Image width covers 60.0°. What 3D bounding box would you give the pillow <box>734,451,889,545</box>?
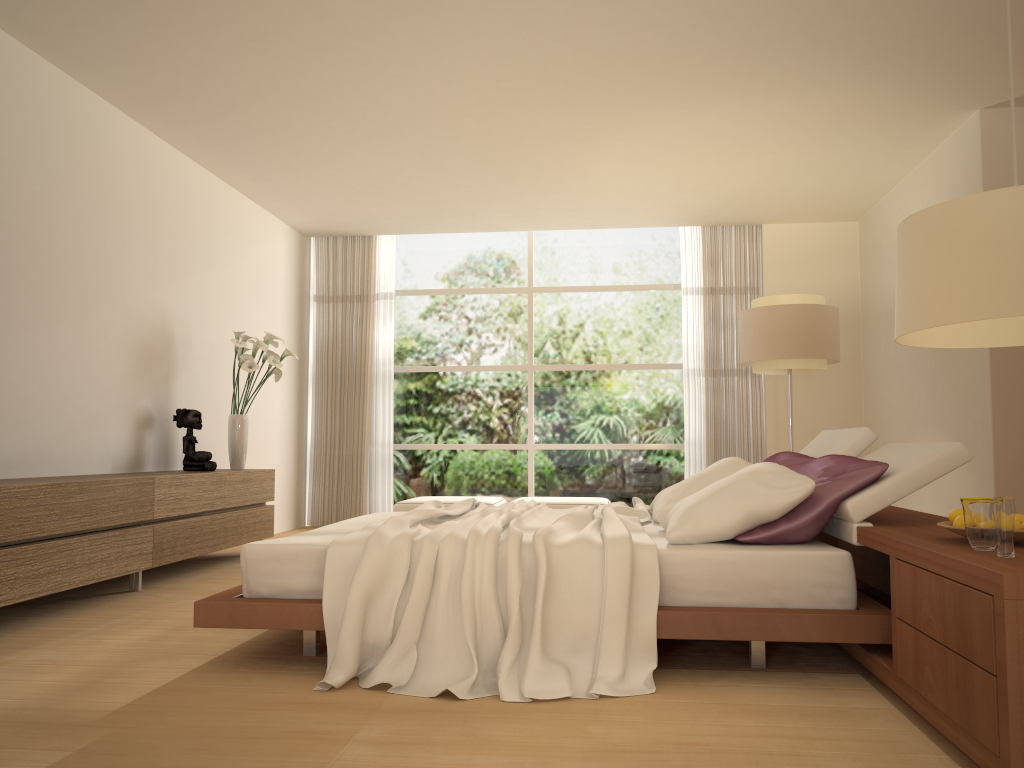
[{"bbox_3d":[1.217,0.500,4.126,0.575,0.369,1.683,-1,-4,7],"label":"pillow"}]

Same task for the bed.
[{"bbox_3d":[0.187,0.844,4.172,2.535,0.570,2.599,-1,-4,7],"label":"bed"}]

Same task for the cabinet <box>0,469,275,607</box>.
[{"bbox_3d":[-2.382,0.874,5.200,0.588,0.662,3.713,-1,-4,7],"label":"cabinet"}]

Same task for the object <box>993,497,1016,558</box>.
[{"bbox_3d":[1.295,0.376,2.330,0.052,0.154,0.052,-2,-5,25],"label":"object"}]

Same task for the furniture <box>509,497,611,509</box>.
[{"bbox_3d":[0.457,1.262,8.405,0.965,0.346,0.964,-1,-4,7],"label":"furniture"}]

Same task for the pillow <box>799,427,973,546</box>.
[{"bbox_3d":[1.544,0.426,4.103,0.461,0.457,1.779,0,-4,6],"label":"pillow"}]

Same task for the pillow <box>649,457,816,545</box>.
[{"bbox_3d":[0.947,0.516,4.149,0.561,0.339,1.720,-1,-4,7],"label":"pillow"}]

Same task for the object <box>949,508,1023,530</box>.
[{"bbox_3d":[1.468,0.427,2.700,0.230,0.084,0.259,2,-5,-24],"label":"object"}]

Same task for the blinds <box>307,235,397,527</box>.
[{"bbox_3d":[-1.719,-0.164,9.478,0.950,3.352,0.211,0,-4,5],"label":"blinds"}]

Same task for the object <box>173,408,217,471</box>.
[{"bbox_3d":[-2.274,0.401,6.385,0.282,0.453,0.181,-1,-4,7],"label":"object"}]

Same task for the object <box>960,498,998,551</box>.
[{"bbox_3d":[1.318,0.393,2.483,0.110,0.141,0.110,4,-6,-41],"label":"object"}]

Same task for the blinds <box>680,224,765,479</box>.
[{"bbox_3d":[2.133,-0.203,8.983,0.814,3.351,0.202,0,-4,6],"label":"blinds"}]

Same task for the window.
[{"bbox_3d":[0.202,-0.172,9.516,4.781,3.371,0.071,-1,-4,7],"label":"window"}]

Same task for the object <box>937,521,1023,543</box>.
[{"bbox_3d":[1.472,0.453,2.681,0.337,0.053,0.337,-2,-4,20],"label":"object"}]

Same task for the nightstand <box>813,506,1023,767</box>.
[{"bbox_3d":[1.601,0.850,4.063,0.493,0.539,4.220,-1,-4,7],"label":"nightstand"}]

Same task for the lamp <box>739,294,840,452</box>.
[{"bbox_3d":[2.229,0.328,7.085,0.817,2.018,0.817,4,-5,-40],"label":"lamp"}]

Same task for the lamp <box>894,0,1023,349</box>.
[{"bbox_3d":[0.949,-1.286,1.721,0.451,2.399,0.451,0,-4,5],"label":"lamp"}]

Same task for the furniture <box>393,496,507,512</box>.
[{"bbox_3d":[-0.572,1.272,8.523,0.965,0.346,0.964,-1,-4,7],"label":"furniture"}]

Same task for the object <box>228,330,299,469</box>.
[{"bbox_3d":[-1.975,0.116,6.869,0.515,1.085,0.608,3,-5,-35],"label":"object"}]
